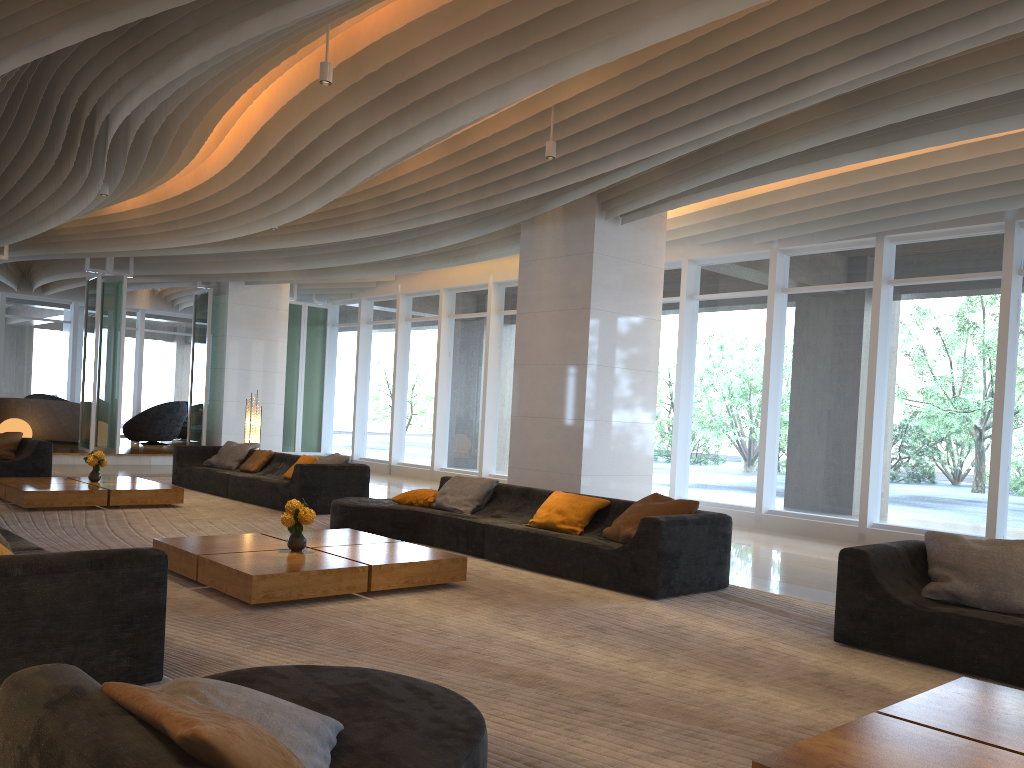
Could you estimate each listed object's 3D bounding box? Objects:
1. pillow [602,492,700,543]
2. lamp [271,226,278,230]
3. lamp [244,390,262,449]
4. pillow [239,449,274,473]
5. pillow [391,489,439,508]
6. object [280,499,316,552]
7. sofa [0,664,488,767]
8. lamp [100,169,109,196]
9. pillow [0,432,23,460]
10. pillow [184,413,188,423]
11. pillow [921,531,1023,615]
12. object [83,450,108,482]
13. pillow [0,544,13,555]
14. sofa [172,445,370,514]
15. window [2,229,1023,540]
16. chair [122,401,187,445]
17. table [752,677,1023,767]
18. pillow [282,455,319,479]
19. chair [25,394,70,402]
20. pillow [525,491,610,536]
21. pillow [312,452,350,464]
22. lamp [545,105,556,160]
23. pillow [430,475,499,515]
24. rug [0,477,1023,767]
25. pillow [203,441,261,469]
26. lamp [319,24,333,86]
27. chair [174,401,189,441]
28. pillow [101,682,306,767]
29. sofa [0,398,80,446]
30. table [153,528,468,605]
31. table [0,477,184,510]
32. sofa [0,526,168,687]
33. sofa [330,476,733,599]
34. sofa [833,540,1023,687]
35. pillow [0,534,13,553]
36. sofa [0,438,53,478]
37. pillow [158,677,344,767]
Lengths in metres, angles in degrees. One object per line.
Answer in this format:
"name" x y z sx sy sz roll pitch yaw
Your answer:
"pillow" 1.078 1.061 6.968 0.554 0.378 0.631 3 -1 -20
"lamp" -3.041 -2.756 11.454 0.089 1.507 0.089 3 1 3
"lamp" -4.005 0.811 13.687 0.255 1.451 0.245 2 1 -42
"pillow" -3.436 1.034 11.935 0.328 0.312 0.400 4 -1 -44
"pillow" -0.910 1.141 8.873 0.445 0.193 0.591 3 -2 13
"object" -1.484 0.969 6.139 0.239 0.377 0.262 3 0 -20
"sofa" -0.355 0.997 2.125 1.380 0.577 2.210 5 -2 -42
"lamp" -4.588 -2.892 10.043 0.089 1.507 0.089 3 1 3
"pillow" -6.938 0.814 11.833 0.646 0.378 0.540 4 -1 -20
"pillow" -8.557 0.810 22.644 0.464 0.454 0.632 3 -1 34
"pillow" 2.725 1.081 5.147 0.629 0.378 0.555 2 -1 26
"object" -4.822 0.946 10.276 0.238 0.377 0.264 3 0 -10
"pillow" -2.295 0.761 3.800 0.629 0.378 0.555 2 -1 26
"sofa" -3.239 1.193 11.529 0.959 0.582 3.706 4 -2 -42
"window" 0.274 -0.189 10.904 54.012 3.222 22.334 3 -2 13
"chair" -7.987 0.858 19.880 1.122 1.006 1.537 3 -1 21
"table" 1.854 1.317 2.670 1.631 0.220 1.571 5 -3 -42
"pillow" -2.628 1.043 11.042 0.328 0.312 0.400 4 -1 -40
"chair" -10.181 0.740 19.875 1.117 1.006 1.543 3 -1 31
"pillow" 0.451 1.127 7.534 0.458 0.394 0.625 4 -1 -43
"pillow" -2.277 1.020 10.678 0.554 0.378 0.631 3 -1 -20
"lamp" 0.373 -2.714 7.694 0.087 1.507 0.090 4 1 39
"pillow" -0.484 1.097 8.566 0.470 0.417 0.652 4 -1 -42
"rug" -1.667 1.387 6.561 5.617 0.022 15.914 5 -3 -42
"pillow" -3.978 1.000 12.559 0.629 0.378 0.555 2 -1 26
"lamp" -1.267 -2.858 6.202 0.088 1.507 0.090 3 1 21
"chair" -8.279 0.953 22.821 1.543 1.006 1.118 4 -1 -30
"pillow" -0.587 0.816 1.884 0.404 0.392 0.593 4 -1 -39
"sofa" -9.443 0.762 18.016 2.550 0.901 1.115 3 -1 7
"table" -1.449 1.277 6.322 1.631 0.220 1.571 5 -3 -42
"table" -4.846 1.236 10.079 1.631 0.220 1.571 5 -3 -42
"sofa" -3.054 0.951 4.837 0.959 0.582 3.706 4 -2 -42
"sofa" -0.126 1.221 7.830 1.377 0.583 4.065 5 -3 -43
"sofa" 3.556 1.274 3.967 1.362 0.582 4.109 4 -2 -35
"pillow" -2.664 0.781 4.319 0.452 0.410 0.590 4 -1 -40
"sofa" -6.111 0.934 9.668 2.878 0.654 4.992 5 -3 -42
"pillow" -0.681 0.862 2.256 0.473 0.247 0.426 3 -1 -7
